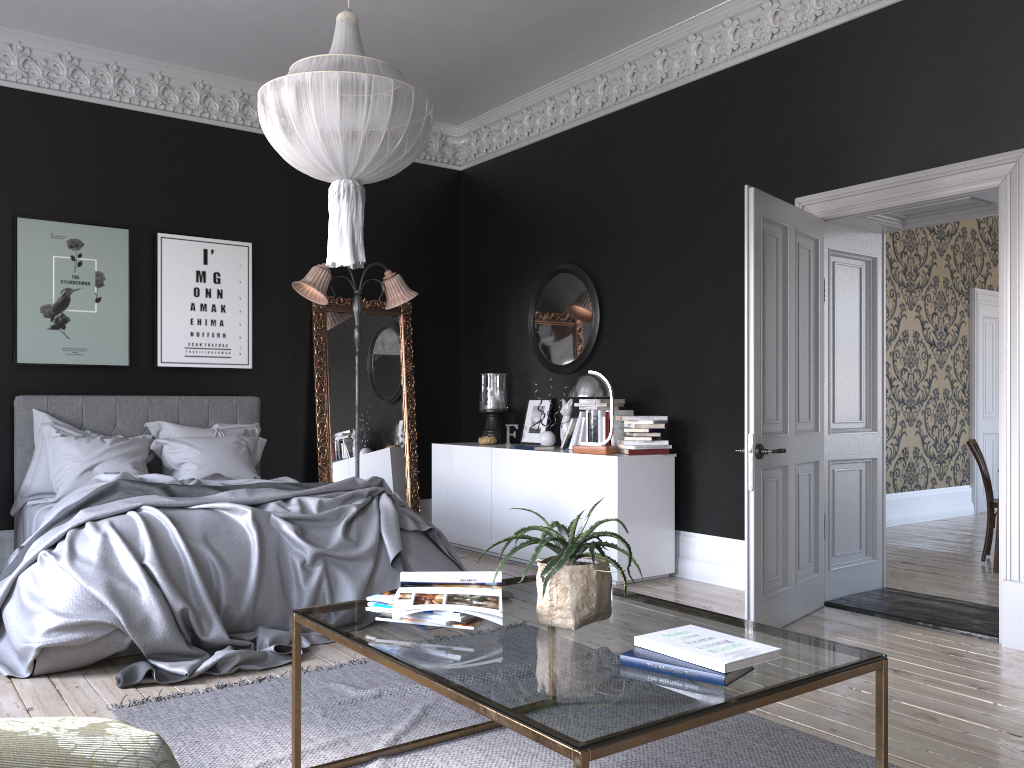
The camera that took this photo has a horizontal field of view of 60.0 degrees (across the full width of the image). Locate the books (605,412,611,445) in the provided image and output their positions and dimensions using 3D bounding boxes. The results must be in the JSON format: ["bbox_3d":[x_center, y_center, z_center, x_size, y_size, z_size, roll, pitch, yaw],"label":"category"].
[{"bbox_3d":[0.789,0.353,6.543,0.235,0.295,0.038,0,0,-36],"label":"books"}]

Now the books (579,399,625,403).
[{"bbox_3d":[0.682,0.130,6.731,0.220,0.030,0.306,1,-1,-26],"label":"books"}]

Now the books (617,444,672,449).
[{"bbox_3d":[0.937,0.444,6.297,0.319,0.025,0.228,1,-1,-26],"label":"books"}]

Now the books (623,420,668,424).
[{"bbox_3d":[0.957,0.270,6.340,0.220,0.024,0.307,-1,-1,29],"label":"books"}]

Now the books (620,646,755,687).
[{"bbox_3d":[0.450,0.711,2.272,0.289,0.030,0.193,-1,-2,38],"label":"books"}]

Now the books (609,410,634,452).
[{"bbox_3d":[0.813,0.347,6.507,0.220,0.308,0.050,0,0,-36],"label":"books"}]

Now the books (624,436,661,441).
[{"bbox_3d":[0.934,0.386,6.332,0.203,0.029,0.268,-1,-1,24],"label":"books"}]

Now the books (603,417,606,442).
[{"bbox_3d":[0.751,0.372,6.594,0.195,0.258,0.026,0,0,-36],"label":"books"}]

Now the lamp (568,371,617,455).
[{"bbox_3d":[0.571,0.200,6.334,0.340,0.590,0.328,0,0,34],"label":"lamp"}]

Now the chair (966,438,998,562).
[{"bbox_3d":[3.875,0.906,6.935,0.540,0.949,0.420,0,0,33],"label":"chair"}]

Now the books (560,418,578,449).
[{"bbox_3d":[0.502,0.384,6.881,0.203,0.246,0.158,0,-1,-36],"label":"books"}]

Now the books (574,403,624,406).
[{"bbox_3d":[0.661,0.157,6.714,0.307,0.024,0.220,-1,-2,44],"label":"books"}]

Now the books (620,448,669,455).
[{"bbox_3d":[0.934,0.475,6.287,0.295,0.038,0.234,0,-1,-9],"label":"books"}]

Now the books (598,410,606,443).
[{"bbox_3d":[0.733,0.349,6.616,0.220,0.307,0.024,0,0,-36],"label":"books"}]

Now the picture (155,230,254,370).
[{"bbox_3d":[-2.479,-0.659,7.184,0.792,1.078,0.014,0,0,-36],"label":"picture"}]

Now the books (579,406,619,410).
[{"bbox_3d":[0.658,0.183,6.720,0.195,0.026,0.259,1,-1,-26],"label":"books"}]

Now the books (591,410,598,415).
[{"bbox_3d":[0.686,0.350,6.680,0.220,0.307,0.024,0,0,-36],"label":"books"}]

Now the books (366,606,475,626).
[{"bbox_3d":[-0.248,0.694,2.743,0.318,0.011,0.252,-1,-2,35],"label":"books"}]

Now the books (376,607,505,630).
[{"bbox_3d":[-0.215,0.704,2.714,0.318,0.011,0.252,0,-1,20],"label":"books"}]

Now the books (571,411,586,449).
[{"bbox_3d":[0.578,0.358,6.826,0.220,0.296,0.126,0,0,-36],"label":"books"}]

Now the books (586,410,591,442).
[{"bbox_3d":[0.656,0.352,6.767,0.221,0.307,0.030,0,0,-36],"label":"books"}]

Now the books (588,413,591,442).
[{"bbox_3d":[0.651,0.359,6.688,0.193,0.289,0.030,0,0,-37],"label":"books"}]

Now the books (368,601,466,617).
[{"bbox_3d":[-0.242,0.673,2.750,0.318,0.011,0.252,-1,-1,25],"label":"books"}]

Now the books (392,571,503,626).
[{"bbox_3d":[-0.192,0.648,2.699,0.322,0.109,0.273,0,-1,-1],"label":"books"}]

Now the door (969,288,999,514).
[{"bbox_3d":[5.719,0.204,10.327,1.395,2.542,0.136,0,0,-36],"label":"door"}]

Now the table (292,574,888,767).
[{"bbox_3d":[0.146,1.012,2.651,1.092,0.558,1.449,1,-1,-36],"label":"table"}]

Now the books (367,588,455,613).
[{"bbox_3d":[-0.246,0.662,2.758,0.318,0.011,0.252,-1,-1,30],"label":"books"}]

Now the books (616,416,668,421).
[{"bbox_3d":[0.921,0.243,6.322,0.306,0.030,0.220,0,-1,-16],"label":"books"}]

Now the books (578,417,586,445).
[{"bbox_3d":[0.599,0.378,6.800,0.195,0.256,0.091,0,0,-36],"label":"books"}]

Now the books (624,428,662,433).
[{"bbox_3d":[0.935,0.326,6.326,0.193,0.030,0.289,-1,-1,28],"label":"books"}]

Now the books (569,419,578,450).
[{"bbox_3d":[0.551,0.385,6.865,0.195,0.245,0.132,0,-1,-36],"label":"books"}]

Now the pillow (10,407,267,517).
[{"bbox_3d":[-2.627,0.547,6.523,1.830,0.760,0.680,1,-1,-37],"label":"pillow"}]

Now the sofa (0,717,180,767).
[{"bbox_3d":[-1.689,0.717,1.448,1.606,1.160,2.813,1,-1,-35],"label":"sofa"}]

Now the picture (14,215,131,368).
[{"bbox_3d":[-3.261,-0.671,6.609,0.792,1.078,0.014,0,0,-36],"label":"picture"}]

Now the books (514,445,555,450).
[{"bbox_3d":[0.174,0.492,6.867,0.193,0.030,0.289,1,-1,-31],"label":"books"}]

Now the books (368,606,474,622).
[{"bbox_3d":[-0.237,0.683,2.732,0.318,0.011,0.252,-1,-1,25],"label":"books"}]

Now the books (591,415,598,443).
[{"bbox_3d":[0.670,0.369,6.635,0.204,0.270,0.029,0,0,-36],"label":"books"}]

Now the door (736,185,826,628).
[{"bbox_3d":[1.583,0.158,5.021,0.216,2.374,1.098,0,0,41],"label":"door"}]

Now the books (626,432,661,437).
[{"bbox_3d":[0.936,0.357,6.341,0.193,0.030,0.289,0,-1,-5],"label":"books"}]

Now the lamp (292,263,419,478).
[{"bbox_3d":[-1.274,0.187,7.308,0.986,2.411,0.772,0,0,-4],"label":"lamp"}]

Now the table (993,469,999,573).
[{"bbox_3d":[4.490,1.008,6.681,1.795,0.755,0.850,1,-1,-36],"label":"table"}]

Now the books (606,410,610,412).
[{"bbox_3d":[0.789,0.348,6.586,0.221,0.307,0.030,0,0,-36],"label":"books"}]

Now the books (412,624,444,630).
[{"bbox_3d":[-0.258,0.722,2.764,0.162,0.023,0.231,1,-2,-36],"label":"books"}]

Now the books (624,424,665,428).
[{"bbox_3d":[0.942,0.296,6.325,0.220,0.030,0.306,0,-1,-6],"label":"books"}]

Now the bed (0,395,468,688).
[{"bbox_3d":[-2.015,0.712,5.593,3.284,1.298,2.766,-1,-1,42],"label":"bed"}]

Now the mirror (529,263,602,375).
[{"bbox_3d":[0.420,-0.541,7.398,0.061,0.924,0.924,0,-1,-36],"label":"mirror"}]

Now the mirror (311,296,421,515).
[{"bbox_3d":[-1.289,0.317,7.958,0.991,2.192,0.254,0,0,-36],"label":"mirror"}]

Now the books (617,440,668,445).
[{"bbox_3d":[0.928,0.415,6.324,0.318,0.031,0.229,0,-1,-6],"label":"books"}]

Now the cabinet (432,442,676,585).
[{"bbox_3d":[0.227,0.952,7.085,0.570,0.882,2.396,0,-1,-36],"label":"cabinet"}]

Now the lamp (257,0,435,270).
[{"bbox_3d":[-0.744,-1.544,4.000,0.782,2.048,0.784,0,0,7],"label":"lamp"}]

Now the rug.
[{"bbox_3d":[0.240,1.282,2.778,2.106,0.050,3.645,1,-2,-36],"label":"rug"}]

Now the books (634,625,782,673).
[{"bbox_3d":[0.506,0.684,2.308,0.220,0.024,0.307,1,-2,-36],"label":"books"}]
